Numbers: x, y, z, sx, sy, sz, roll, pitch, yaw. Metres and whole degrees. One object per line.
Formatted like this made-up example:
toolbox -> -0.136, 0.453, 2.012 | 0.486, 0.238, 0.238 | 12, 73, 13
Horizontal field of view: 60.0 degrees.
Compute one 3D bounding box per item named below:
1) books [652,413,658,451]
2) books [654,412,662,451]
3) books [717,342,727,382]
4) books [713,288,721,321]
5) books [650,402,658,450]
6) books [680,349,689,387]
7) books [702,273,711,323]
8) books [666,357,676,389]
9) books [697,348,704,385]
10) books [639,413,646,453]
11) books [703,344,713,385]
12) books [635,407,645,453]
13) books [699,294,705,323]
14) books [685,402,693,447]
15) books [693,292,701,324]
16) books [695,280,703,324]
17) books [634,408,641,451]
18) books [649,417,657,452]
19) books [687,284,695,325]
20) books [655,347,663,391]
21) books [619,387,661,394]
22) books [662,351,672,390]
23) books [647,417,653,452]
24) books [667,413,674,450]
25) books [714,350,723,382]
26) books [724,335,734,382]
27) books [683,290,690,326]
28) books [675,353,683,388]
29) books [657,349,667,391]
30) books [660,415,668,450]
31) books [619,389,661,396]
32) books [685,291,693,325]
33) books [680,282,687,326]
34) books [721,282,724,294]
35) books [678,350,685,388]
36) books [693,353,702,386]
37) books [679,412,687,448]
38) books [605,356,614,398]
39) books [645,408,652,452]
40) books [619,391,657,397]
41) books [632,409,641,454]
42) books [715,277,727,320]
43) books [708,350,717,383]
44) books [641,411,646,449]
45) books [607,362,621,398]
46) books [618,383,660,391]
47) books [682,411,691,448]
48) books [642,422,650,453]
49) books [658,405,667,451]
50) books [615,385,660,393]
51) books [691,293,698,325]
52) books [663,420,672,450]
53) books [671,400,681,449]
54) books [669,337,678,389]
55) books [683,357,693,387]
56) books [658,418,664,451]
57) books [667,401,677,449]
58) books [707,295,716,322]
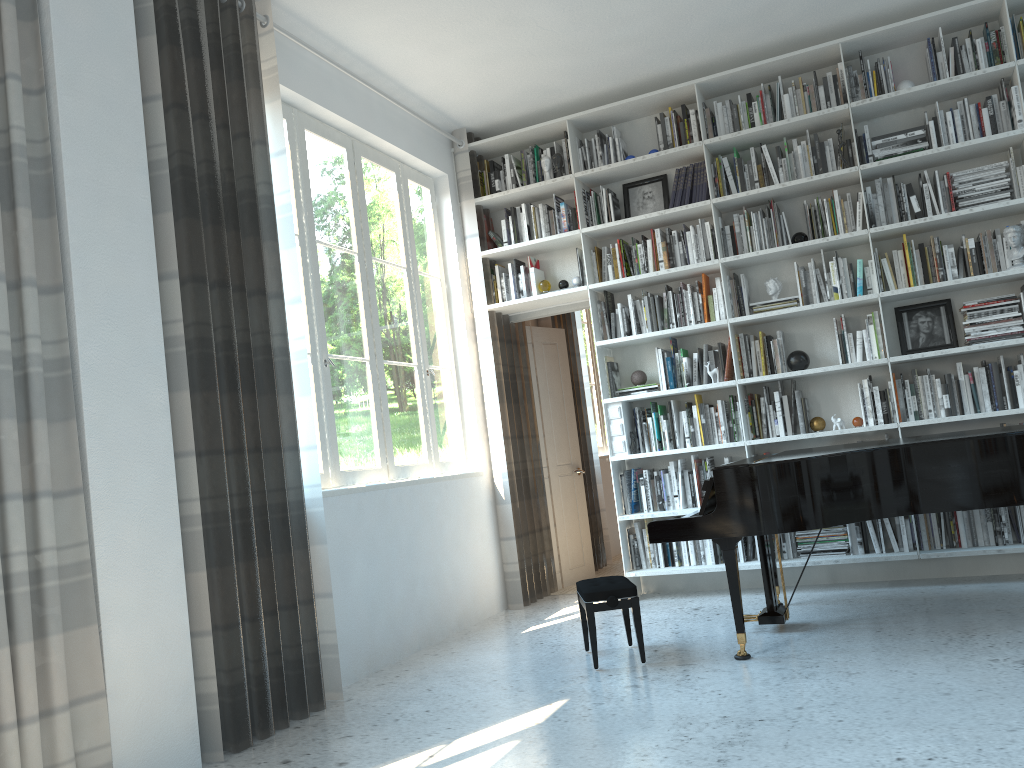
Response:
books -> 0.937, 0.306, 5.655 | 0.014, 0.243, 0.171 | -9, -5, 23
books -> 0.942, 0.303, 5.638 | 0.009, 0.244, 0.184 | -9, -5, 23
books -> 1.317, -0.128, 5.508 | 0.021, 0.251, 0.154 | -9, -5, 23
books -> 1.288, -0.479, 5.532 | 0.031, 0.223, 0.144 | -9, -5, 23
books -> 0.925, 0.272, 5.664 | 0.006, 0.314, 0.145 | -9, -5, 23
books -> 1.101, -0.094, 5.588 | 0.011, 0.250, 0.172 | -9, -5, 23
books -> 1.223, -0.521, 5.558 | 0.035, 0.325, 0.170 | -9, -5, 23
books -> 1.022, -0.061, 5.606 | 0.029, 0.208, 0.189 | -9, -5, 23
books -> 1.198, -0.103, 5.569 | 0.013, 0.241, 0.141 | -9, -5, 23
books -> 0.863, 0.312, 5.703 | 0.022, 0.257, 0.141 | -9, -5, 23
books -> 1.225, -0.115, 5.541 | 0.060, 0.255, 0.158 | -9, -5, 23
books -> 0.840, 0.296, 5.704 | 0.014, 0.294, 0.171 | -9, -5, 23
books -> 1.208, -0.457, 5.562 | 0.013, 0.203, 0.161 | -9, -5, 23
books -> 1.129, 0.255, 5.572 | 0.014, 0.281, 0.150 | -9, -5, 23
books -> 1.182, -0.460, 5.584 | 0.021, 0.220, 0.148 | -9, -5, 23
books -> 1.196, -0.498, 5.584 | 0.015, 0.292, 0.144 | -9, -5, 23
books -> 0.830, 0.301, 5.717 | 0.016, 0.289, 0.152 | -9, -5, 23
books -> 0.917, 0.321, 5.656 | 0.015, 0.216, 0.180 | -9, -5, 23
books -> 1.145, -0.483, 5.581 | 0.015, 0.275, 0.157 | -9, -5, 23
books -> 0.958, -0.087, 5.660 | 0.012, 0.285, 0.159 | -9, -5, 23
books -> 0.831, 0.046, 5.717 | 0.254, 0.012, 0.161 | -9, -6, 20
books -> 1.003, -0.079, 5.647 | 0.031, 0.255, 0.143 | -9, -5, 23
books -> 0.909, 0.323, 5.673 | 0.015, 0.218, 0.176 | -9, -5, 23
books -> 1.026, 0.300, 5.641 | 0.016, 0.230, 0.136 | -9, -5, 23
books -> 1.296, -0.104, 5.513 | 0.027, 0.209, 0.143 | -9, -5, 23
books -> 1.346, -0.149, 5.453 | 0.082, 0.276, 0.228 | -9, -5, 23
books -> 1.117, -0.465, 5.614 | 0.011, 0.251, 0.139 | -9, -5, 23
books -> 1.073, -0.077, 5.628 | 0.031, 0.231, 0.148 | -9, -5, 23
books -> 0.974, -0.084, 5.652 | 0.024, 0.272, 0.150 | -9, -5, 23
books -> 0.986, 0.309, 5.625 | 0.015, 0.219, 0.190 | -9, -5, 23
books -> 0.834, 0.058, 5.720 | 0.254, 0.012, 0.161 | -9, -6, 24
books -> 1.139, -0.463, 5.615 | 0.028, 0.242, 0.131 | -9, -5, 23
books -> 1.106, -0.489, 5.625 | 0.011, 0.304, 0.130 | -9, -5, 23
books -> 1.343, -0.505, 5.515 | 0.036, 0.257, 0.123 | -9, -5, 23
books -> 1.094, -0.090, 5.612 | 0.022, 0.248, 0.129 | -9, -5, 23
books -> 1.169, -0.084, 5.581 | 0.056, 0.214, 0.142 | -9, -5, 23
books -> 1.088, 0.290, 5.609 | 0.045, 0.230, 0.138 | -9, -5, 23
books -> 0.653, -0.038, 5.804 | 0.012, 0.285, 0.159 | -9, -5, 23
books -> 0.892, 0.294, 5.674 | 0.008, 0.279, 0.164 | -9, -5, 23
books -> 0.834, 0.070, 5.715 | 0.285, 0.012, 0.159 | -9, -6, 26
books -> 0.820, 0.305, 5.723 | 0.008, 0.285, 0.159 | -9, -5, 23
books -> 1.312, -0.514, 5.528 | 0.027, 0.285, 0.148 | -9, -5, 23
books -> 1.266, -0.099, 5.515 | 0.030, 0.207, 0.172 | -9, -5, 23
books -> 0.868, 0.306, 5.680 | 0.007, 0.264, 0.177 | -9, -5, 23
books -> 0.670, -0.020, 5.786 | 0.028, 0.243, 0.156 | -9, -5, 23
books -> 0.830, 0.022, 5.723 | 0.254, 0.012, 0.161 | -9, -6, 24
books -> 1.114, 0.284, 5.580 | 0.027, 0.229, 0.159 | -9, -5, 23
books -> 0.878, 0.340, 5.657 | 0.019, 0.189, 0.193 | -9, -5, 23
books -> 0.969, 0.277, 5.626 | 0.007, 0.286, 0.182 | -9, -5, 23
books -> 0.829, 0.034, 5.715 | 0.285, 0.012, 0.159 | -10, -6, 27
books -> 1.166, -0.456, 5.587 | 0.012, 0.217, 0.160 | -9, -5, 23
books -> 1.000, 0.322, 5.614 | 0.016, 0.188, 0.183 | -9, -5, 23
books -> 1.051, 0.256, 5.607 | 0.012, 0.306, 0.189 | -9, -5, 23
books -> 1.046, -0.126, 5.634 | 0.011, 0.335, 0.153 | -9, -5, 23
books -> 1.118, -0.067, 5.567 | 0.029, 0.190, 0.189 | -9, -5, 23
books -> 0.968, 0.319, 5.661 | 0.016, 0.211, 0.146 | -9, -5, 23
books -> 1.032, 0.260, 5.602 | 0.019, 0.300, 0.180 | -9, -5, 23
books -> 1.263, -0.455, 5.542 | 0.030, 0.183, 0.152 | -9, -5, 23
